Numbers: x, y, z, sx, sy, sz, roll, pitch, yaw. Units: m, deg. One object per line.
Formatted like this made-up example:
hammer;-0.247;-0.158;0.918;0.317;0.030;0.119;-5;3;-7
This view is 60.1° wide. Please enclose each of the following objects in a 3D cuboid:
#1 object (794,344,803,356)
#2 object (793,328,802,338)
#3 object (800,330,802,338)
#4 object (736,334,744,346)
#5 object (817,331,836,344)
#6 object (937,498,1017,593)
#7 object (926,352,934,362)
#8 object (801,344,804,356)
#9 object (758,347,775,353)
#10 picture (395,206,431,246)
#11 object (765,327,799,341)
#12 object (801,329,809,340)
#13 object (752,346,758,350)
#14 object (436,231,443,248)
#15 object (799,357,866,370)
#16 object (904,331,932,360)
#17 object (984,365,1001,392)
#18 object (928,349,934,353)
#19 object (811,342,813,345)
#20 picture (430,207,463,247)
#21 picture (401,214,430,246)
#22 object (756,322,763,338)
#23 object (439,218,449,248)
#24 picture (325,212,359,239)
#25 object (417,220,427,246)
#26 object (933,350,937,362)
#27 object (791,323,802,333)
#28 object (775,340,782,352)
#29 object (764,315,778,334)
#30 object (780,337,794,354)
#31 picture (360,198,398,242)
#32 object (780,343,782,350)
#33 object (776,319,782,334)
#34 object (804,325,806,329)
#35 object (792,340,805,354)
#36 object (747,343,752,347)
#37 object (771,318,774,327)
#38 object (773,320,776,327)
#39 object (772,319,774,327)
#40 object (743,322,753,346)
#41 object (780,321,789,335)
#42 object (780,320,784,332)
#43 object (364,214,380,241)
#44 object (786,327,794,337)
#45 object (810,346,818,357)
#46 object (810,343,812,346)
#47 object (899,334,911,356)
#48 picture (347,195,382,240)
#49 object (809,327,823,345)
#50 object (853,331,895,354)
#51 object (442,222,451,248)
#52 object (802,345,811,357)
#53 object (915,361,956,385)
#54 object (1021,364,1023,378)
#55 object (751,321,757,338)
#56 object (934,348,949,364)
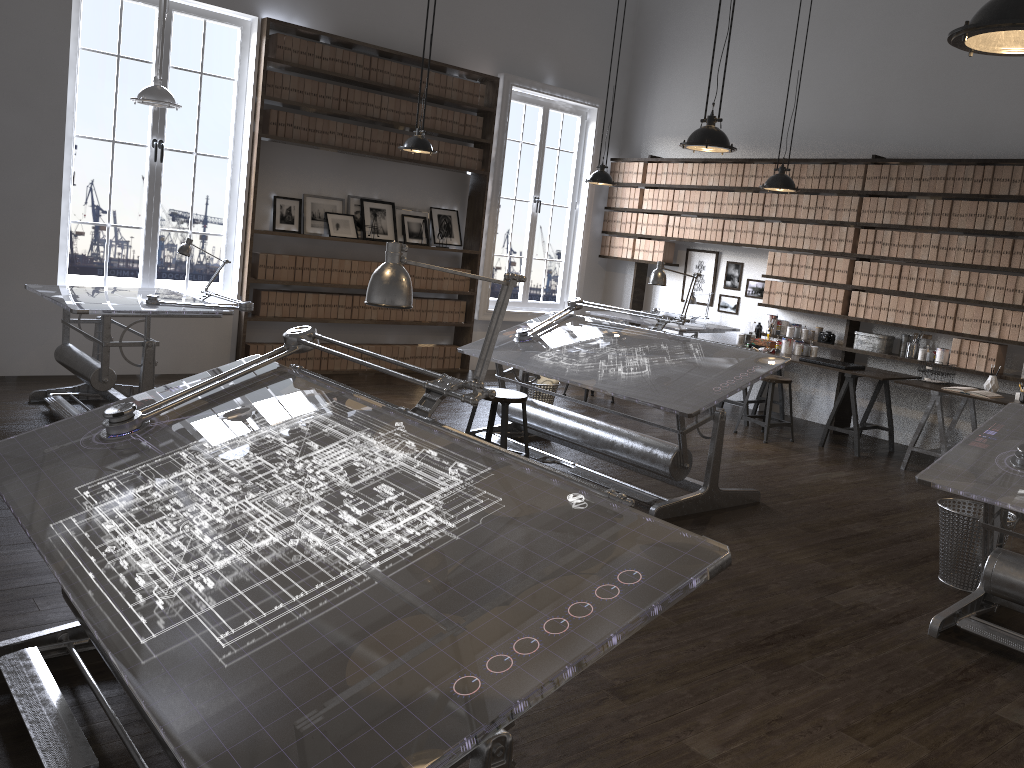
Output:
object;2.577;-0.307;7.970;0.062;0.094;0.062;6;7;0
object;2.652;-0.471;8.225;0.063;0.093;0.063;12;9;35
object;2.718;-0.463;8.279;0.054;0.080;0.055;5;8;-13
object;2.145;-0.418;8.326;0.068;0.104;0.069;1;9;-36
object;2.838;-0.425;8.017;0.091;0.108;0.172;0;11;-40
object;2.221;0.789;4.291;0.352;0.375;0.356;4;8;-19
object;3.492;-0.224;7.309;0.181;0.093;0.062;2;8;-26
object;2.625;-0.308;8.010;0.044;0.100;0.045;1;9;-40
object;2.296;-0.314;7.991;0.132;0.050;0.198;5;9;-11
picture;-0.986;-1.559;8.776;0.434;0.359;0.096;-1;9;-40
object;2.516;-0.465;8.228;0.344;0.145;0.077;4;8;-18
object;2.709;-0.460;8.192;0.062;0.094;0.062;11;9;35
object;2.219;-0.324;8.069;0.011;0.017;0.173;5;9;-9
object;-0.714;-1.430;8.767;0.066;0.165;0.040;1;9;-40
object;2.690;-0.173;7.443;0.312;0.033;0.448;-1;12;-40
object;3.399;-0.346;7.422;0.182;0.270;0.156;11;9;33
object;3.681;-0.042;6.781;0.101;0.208;0.102;7;7;5
object;3.478;-0.236;7.352;0.062;0.093;0.063;8;7;12
object;2.698;-0.320;8.012;0.004;0.133;0.030;0;9;-44
picture;-0.669;-1.596;8.998;0.343;0.362;0.162;0;9;-40
picture;-0.954;-1.518;8.756;0.289;0.289;0.128;0;10;-40
object;2.325;-0.468;8.375;0.068;0.228;0.069;0;9;-43
object;-0.683;-1.506;8.825;0.118;0.302;0.040;1;9;-40
picture;-1.574;-1.462;8.198;0.300;0.228;0.145;-1;10;-40
object;-0.873;-1.477;8.659;0.124;0.259;0.040;0;9;-40
object;3.496;-0.226;7.297;0.044;0.100;0.045;1;9;-37
object;2.675;-0.502;8.349;0.094;0.127;0.095;5;8;-10
object;2.426;-0.345;8.070;0.049;0.111;0.050;0;9;-44
object;2.465;-0.566;8.424;0.107;0.176;0.107;1;9;-38
object;2.500;-0.346;8.043;0.105;0.141;0.104;13;10;42
picture;-1.270;-1.558;8.470;0.373;0.389;0.149;0;9;-40
object;2.458;-0.339;8.132;0.059;0.088;0.060;-1;10;-44
object;2.539;-0.544;8.447;0.051;0.139;0.050;0;9;-42
object;2.718;-0.491;8.259;0.005;0.117;0.036;4;7;-19
object;2.611;-0.333;8.076;0.094;0.127;0.095;1;9;-36
object;2.207;-0.360;8.229;0.049;0.037;0.049;-1;11;-43
object;2.386;-0.506;8.169;0.007;0.213;0.055;6;7;-5
object;2.399;-0.500;8.176;0.006;0.192;0.056;1;9;-41
object;2.402;-0.515;8.187;0.021;0.227;0.007;3;7;-29
object;2.206;-0.465;8.275;0.068;0.228;0.069;0;9;-43
object;2.585;-0.530;8.395;0.070;0.129;0.070;6;7;-2
object;2.599;-0.541;8.474;0.072;0.128;0.071;7;7;7
object;-1.308;-1.464;8.277;0.174;0.259;0.040;0;9;-40
object;2.597;-0.485;8.268;0.062;0.094;0.062;11;9;35
object;2.712;-0.289;7.952;0.062;0.094;0.062;7;7;9
object;2.689;-0.322;8.015;0.036;0.117;0.005;13;9;44
object;3.364;-0.328;7.585;0.079;0.187;0.079;10;8;28
picture;-1.398;-1.573;8.429;0.369;0.403;0.092;0;9;-40
object;2.792;-0.441;8.121;0.107;0.160;0.237;8;9;15
object;3.147;-0.361;7.707;0.193;0.151;0.319;-1;11;-40
object;-0.650;-1.492;8.893;0.110;0.260;0.040;1;9;-40
object;2.646;-0.296;7.957;0.062;0.093;0.063;7;7;9
object;3.348;-0.088;6.985;0.284;0.160;0.205;-1;11;-40
object;3.937;-0.101;6.771;0.062;0.118;0.062;6;7;0
object;2.261;-0.471;8.320;0.068;0.236;0.069;0;9;-43
object;3.509;-0.225;7.228;0.094;0.127;0.095;1;9;-33
